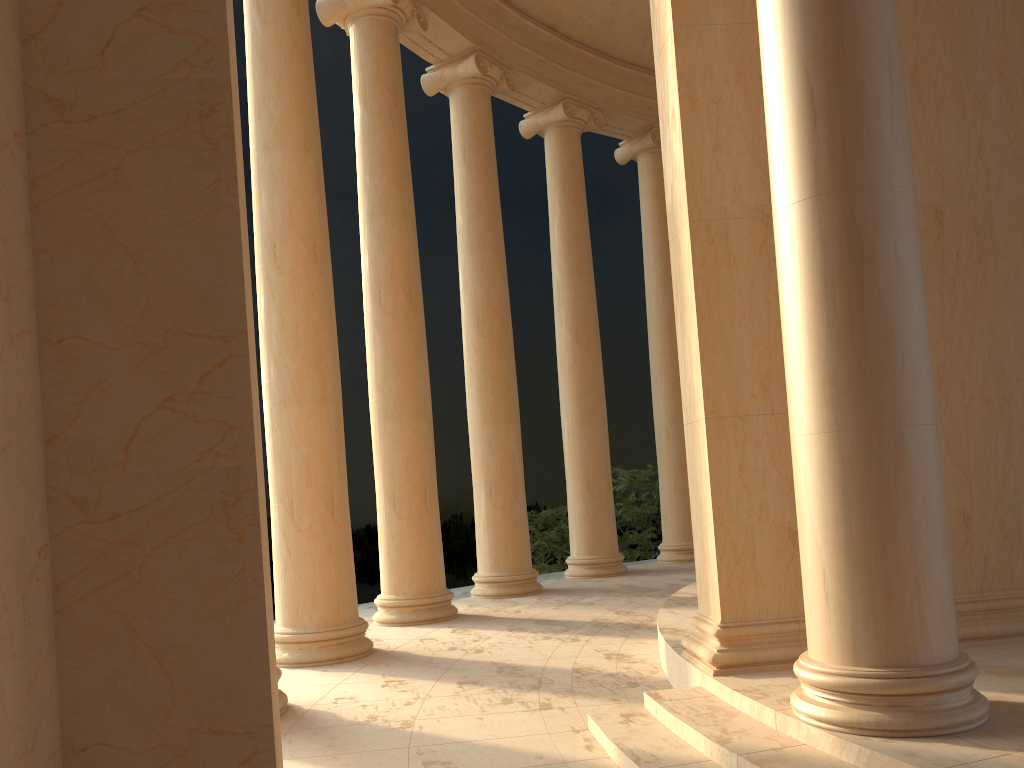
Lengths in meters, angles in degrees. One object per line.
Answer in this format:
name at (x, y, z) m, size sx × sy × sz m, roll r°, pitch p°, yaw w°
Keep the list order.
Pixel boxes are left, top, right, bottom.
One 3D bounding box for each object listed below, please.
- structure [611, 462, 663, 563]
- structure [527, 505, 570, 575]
structure at (242.113, 288.431, 1603.131) m, size 247.092 × 298.560 × 238.613 m, roll -4°, pitch -4°, yaw -2°
structure at (54.837, 304.996, 1516.553) m, size 149.360 × 187.741 × 156.124 m, roll -5°, pitch -4°, yaw 7°
